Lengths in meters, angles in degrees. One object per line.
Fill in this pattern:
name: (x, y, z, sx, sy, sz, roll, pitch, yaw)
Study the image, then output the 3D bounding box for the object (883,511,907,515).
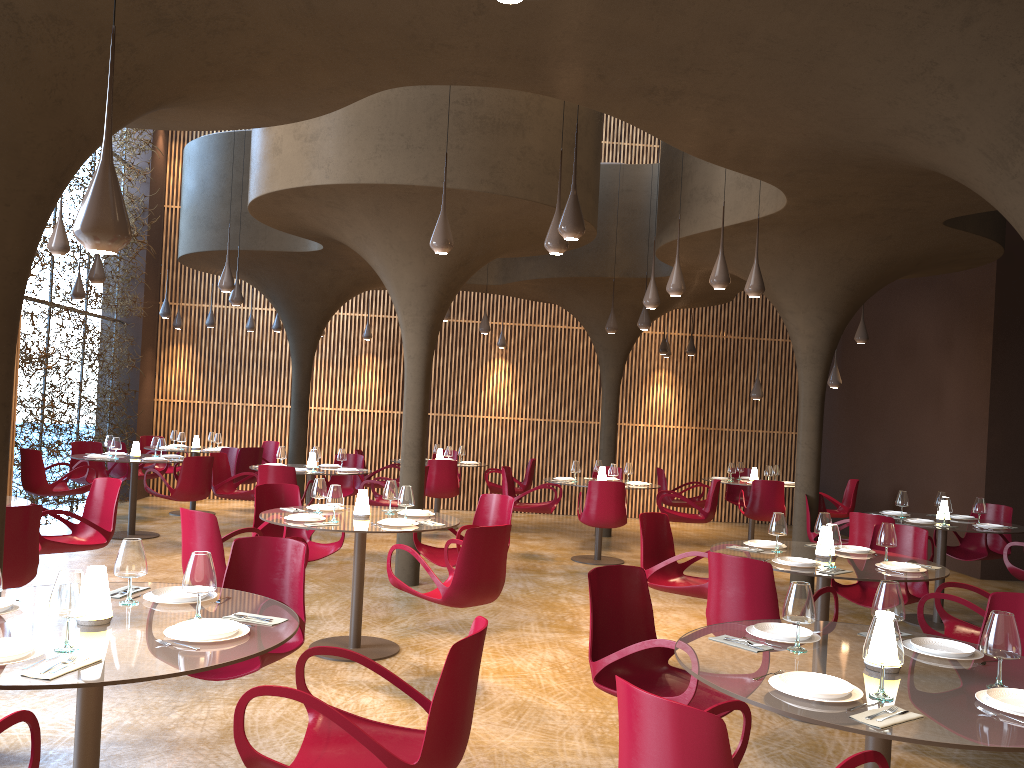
object: (4.402, 1.486, 10.194, 0.263, 0.029, 0.263, 2, -2, 24)

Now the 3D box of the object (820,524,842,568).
object: (2.231, 1.131, 6.205, 0.142, 0.295, 0.142, 3, 0, -10)

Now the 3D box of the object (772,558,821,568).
object: (1.991, 1.255, 6.205, 0.332, 0.014, 0.332, 3, -2, -7)

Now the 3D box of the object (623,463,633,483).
object: (1.686, 1.290, 12.856, 0.142, 0.295, 0.142, 3, 0, -30)

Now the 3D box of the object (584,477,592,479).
object: (1.143, 1.418, 13.291, 0.126, 0.017, 0.262, 3, -2, 7)

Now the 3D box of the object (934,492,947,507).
object: (4.918, 1.385, 10.160, 0.142, 0.295, 0.142, 3, 0, 9)

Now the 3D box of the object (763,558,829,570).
object: (1.988, 1.256, 6.207, 0.410, 0.012, 0.204, 2, -2, 43)

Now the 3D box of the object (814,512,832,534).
object: (2.462, 1.165, 7.002, 0.142, 0.295, 0.142, 3, 0, 28)

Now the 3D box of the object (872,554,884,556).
object: (2.690, 1.315, 6.983, 0.204, 0.012, 0.410, 5, -2, -43)

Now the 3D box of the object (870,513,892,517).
object: (4.149, 1.485, 10.028, 0.126, 0.017, 0.262, 4, -2, -37)

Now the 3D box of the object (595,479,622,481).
object: (1.445, 1.427, 13.238, 0.410, 0.012, 0.204, 3, -2, 3)

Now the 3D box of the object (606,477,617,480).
object: (1.441, 1.415, 13.237, 0.263, 0.029, 0.263, 3, -2, -3)

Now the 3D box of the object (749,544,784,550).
object: (2.008, 1.280, 7.029, 0.204, 0.012, 0.411, 2, -2, 38)

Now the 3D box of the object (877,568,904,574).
object: (2.731, 1.296, 6.232, 0.204, 0.012, 0.411, 2, -2, 42)

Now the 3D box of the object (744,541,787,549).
object: (2.005, 1.279, 7.025, 0.332, 0.014, 0.332, 3, -2, 3)

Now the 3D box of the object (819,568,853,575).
object: (2.181, 1.266, 5.970, 0.262, 0.017, 0.126, 5, -2, -42)

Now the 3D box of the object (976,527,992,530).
object: (5.021, 1.505, 9.315, 0.204, 0.012, 0.411, 1, -2, 45)

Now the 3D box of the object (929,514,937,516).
object: (4.982, 1.540, 10.388, 0.262, 0.017, 0.126, 4, -2, -35)

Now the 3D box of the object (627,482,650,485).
object: (1.800, 1.428, 12.656, 0.331, 0.014, 0.332, 2, -2, 29)

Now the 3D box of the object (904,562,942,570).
object: (2.963, 1.320, 6.433, 0.126, 0.017, 0.262, 5, -2, -44)

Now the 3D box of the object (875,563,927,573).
object: (2.734, 1.295, 6.236, 0.331, 0.014, 0.332, 2, -2, 20)

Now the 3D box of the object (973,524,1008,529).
object: (5.024, 1.504, 9.319, 0.332, 0.014, 0.332, 4, -2, -21)

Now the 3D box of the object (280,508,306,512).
object: (-1.909, 1.098, 7.721, 0.126, 0.017, 0.262, 4, -2, -40)

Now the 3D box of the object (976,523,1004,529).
object: (5.025, 1.495, 9.319, 0.263, 0.029, 0.263, 4, -2, -18)

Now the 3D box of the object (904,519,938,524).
object: (4.353, 1.472, 9.443, 0.332, 0.014, 0.332, 4, -2, -18)

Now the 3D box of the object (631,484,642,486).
object: (1.799, 1.429, 12.652, 0.204, 0.012, 0.411, 3, -2, 12)

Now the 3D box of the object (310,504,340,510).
object: (-1.665, 1.099, 7.900, 0.263, 0.029, 0.263, 4, -2, -33)

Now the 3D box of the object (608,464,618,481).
object: (1.407, 1.260, 12.326, 0.142, 0.295, 0.142, 3, 0, -13)

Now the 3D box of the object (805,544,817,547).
object: (2.512, 1.319, 7.234, 0.262, 0.017, 0.126, 4, -2, -39)

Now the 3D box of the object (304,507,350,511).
object: (-1.662, 1.110, 7.904, 0.411, 0.012, 0.204, 5, -2, -44)

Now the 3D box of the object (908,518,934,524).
object: (4.354, 1.463, 9.443, 0.263, 0.029, 0.263, 2, -2, 43)

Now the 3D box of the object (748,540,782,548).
object: (2.006, 1.269, 7.025, 0.263, 0.029, 0.263, 2, -2, 32)

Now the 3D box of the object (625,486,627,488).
object: (1.505, 1.404, 12.112, 0.126, 0.017, 0.262, 3, -2, 11)

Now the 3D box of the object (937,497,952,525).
object: (4.589, 1.346, 9.399, 0.142, 0.295, 0.142, 3, 0, 1)

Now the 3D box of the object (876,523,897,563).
object: (2.734, 1.165, 6.469, 0.142, 0.295, 0.142, 3, 0, 22)

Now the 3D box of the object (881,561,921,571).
object: (2.734, 1.286, 6.236, 0.263, 0.029, 0.263, 3, -2, 17)

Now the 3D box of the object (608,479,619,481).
object: (1.441, 1.425, 13.237, 0.332, 0.014, 0.332, 4, -2, -22)

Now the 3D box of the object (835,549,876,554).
object: (2.687, 1.314, 6.987, 0.332, 0.014, 0.332, 3, -2, 0)

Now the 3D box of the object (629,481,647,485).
object: (1.800, 1.418, 12.656, 0.263, 0.029, 0.263, 3, -2, 4)

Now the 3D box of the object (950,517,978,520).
object: (5.142, 1.534, 10.131, 0.331, 0.014, 0.332, 3, -2, 13)

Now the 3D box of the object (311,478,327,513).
object: (-1.669, 0.965, 7.667, 0.142, 0.295, 0.142, 3, 0, 38)

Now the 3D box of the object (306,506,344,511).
object: (-1.665, 1.109, 7.900, 0.331, 0.014, 0.332, 3, -2, 12)

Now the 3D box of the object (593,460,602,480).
object: (1.272, 1.275, 13.085, 0.142, 0.295, 0.142, 3, 0, 28)

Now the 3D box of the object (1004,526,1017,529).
object: (5.263, 1.529, 9.503, 0.126, 0.017, 0.262, 4, -2, -41)

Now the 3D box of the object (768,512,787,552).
object: (2.036, 1.137, 6.794, 0.142, 0.295, 0.142, 3, 0, -38)

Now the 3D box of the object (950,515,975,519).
object: (5.142, 1.524, 10.131, 0.263, 0.029, 0.263, 5, -2, -45)

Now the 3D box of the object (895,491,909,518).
object: (4.386, 1.352, 9.962, 0.142, 0.295, 0.142, 3, 0, 30)

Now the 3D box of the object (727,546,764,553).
object: (1.791, 1.269, 6.812, 0.262, 0.017, 0.126, 2, -2, 42)

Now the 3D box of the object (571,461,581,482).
object: (0.902, 1.241, 12.588, 0.142, 0.295, 0.142, 3, 0, 34)

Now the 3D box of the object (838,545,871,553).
object: (2.687, 1.304, 6.987, 0.263, 0.029, 0.263, 3, -2, -6)

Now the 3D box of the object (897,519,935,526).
object: (4.350, 1.473, 9.447, 0.204, 0.012, 0.410, 4, -2, -36)

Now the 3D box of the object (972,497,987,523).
object: (5.037, 1.375, 9.552, 0.142, 0.295, 0.142, 3, 0, -19)

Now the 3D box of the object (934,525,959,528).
object: (4.495, 1.479, 9.176, 0.262, 0.017, 0.126, 4, -2, -31)

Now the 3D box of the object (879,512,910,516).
object: (4.401, 1.496, 10.194, 0.332, 0.014, 0.332, 4, -2, -21)

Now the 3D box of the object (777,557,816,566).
object: (1.992, 1.245, 6.205, 0.263, 0.029, 0.263, 2, -2, 32)
